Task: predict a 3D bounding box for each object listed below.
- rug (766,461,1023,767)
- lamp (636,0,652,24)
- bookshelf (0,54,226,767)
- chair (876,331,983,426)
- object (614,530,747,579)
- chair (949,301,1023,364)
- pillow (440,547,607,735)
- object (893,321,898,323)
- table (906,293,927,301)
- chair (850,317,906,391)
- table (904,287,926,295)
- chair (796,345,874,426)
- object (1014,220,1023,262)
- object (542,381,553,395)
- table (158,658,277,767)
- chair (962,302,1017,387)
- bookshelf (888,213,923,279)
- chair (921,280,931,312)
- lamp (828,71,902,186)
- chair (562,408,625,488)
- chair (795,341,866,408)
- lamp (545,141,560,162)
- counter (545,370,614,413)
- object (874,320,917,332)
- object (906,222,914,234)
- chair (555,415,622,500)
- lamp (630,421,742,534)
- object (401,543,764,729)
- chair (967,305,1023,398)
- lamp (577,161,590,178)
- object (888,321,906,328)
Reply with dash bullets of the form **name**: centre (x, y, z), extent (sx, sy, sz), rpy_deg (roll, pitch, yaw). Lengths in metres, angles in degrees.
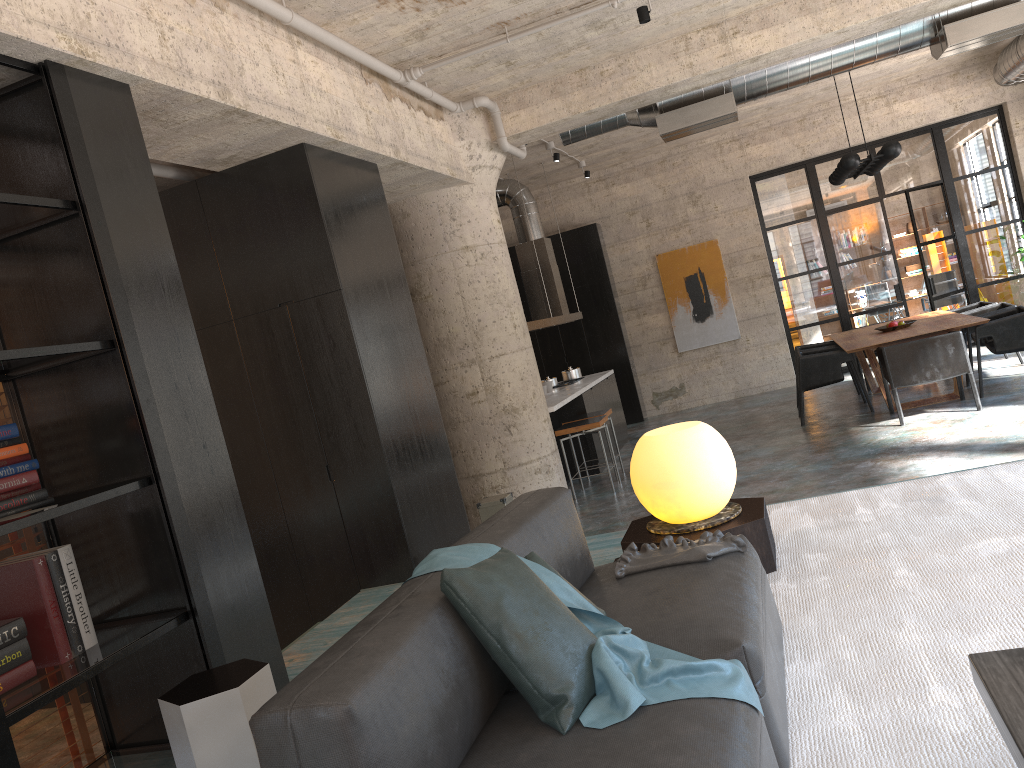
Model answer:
- **rug**: centre (1.294, 0.871, 0.761), extent (2.954, 0.032, 7.768), rpy_deg (-13, 3, 17)
- **lamp**: centre (0.865, -2.446, 5.694), extent (0.141, 0.215, 0.107), rpy_deg (-14, 3, -1)
- **bookshelf**: centre (-1.992, 0.326, 1.973), extent (0.628, 2.571, 2.900), rpy_deg (-13, 3, 17)
- **chair**: centre (3.945, -0.085, 8.462), extent (0.707, 0.738, 0.754), rpy_deg (-13, 3, 17)
- **object**: centre (0.574, 0.591, 2.987), extent (0.433, 0.185, 0.429), rpy_deg (-13, 3, 13)
- **chair**: centre (5.387, -0.542, 10.327), extent (0.754, 0.738, 0.707), rpy_deg (-13, 3, 17)
- **pillow**: centre (0.098, 0.549, 2.182), extent (0.320, 0.393, 0.670), rpy_deg (-13, 3, 23)
- **object**: centre (4.189, -0.656, 9.637), extent (0.110, 0.082, 0.088), rpy_deg (-16, 3, -33)
- **table**: centre (6.964, -1.146, 14.591), extent (1.800, 0.721, 0.800), rpy_deg (-13, 3, 17)
- **chair**: centre (4.646, -0.388, 10.974), extent (0.707, 0.738, 0.754), rpy_deg (-13, 3, 17)
- **table**: centre (7.276, -1.318, 16.454), extent (1.800, 0.721, 0.800), rpy_deg (-13, 3, 17)
- **chair**: centre (3.459, -0.027, 9.727), extent (0.754, 0.738, 0.707), rpy_deg (-13, 3, 17)
- **object**: centre (6.881, -1.383, 11.395), extent (0.514, 1.552, 0.886), rpy_deg (-13, 3, 14)
- **object**: centre (0.370, 0.052, 10.321), extent (0.188, 0.133, 0.437), rpy_deg (-13, 3, 18)
- **table**: centre (-0.952, 1.154, 2.965), extent (0.316, 0.340, 0.365), rpy_deg (-17, 4, -43)
- **chair**: centre (5.191, -0.454, 9.564), extent (0.754, 0.738, 0.707), rpy_deg (-13, 3, 22)
- **bookshelf**: centre (7.690, -2.263, 18.191), extent (3.034, 2.179, 0.366), rpy_deg (-13, 3, 17)
- **chair**: centre (6.876, -1.256, 14.221), extent (0.653, 1.015, 0.684), rpy_deg (-13, 3, 16)
- **lamp**: centre (3.619, -2.906, 9.498), extent (0.583, 1.327, 1.813), rpy_deg (-13, 3, 17)
- **chair**: centre (0.868, 0.668, 9.275), extent (0.450, 0.698, 0.450), rpy_deg (-13, 3, 17)
- **chair**: centre (3.664, -0.114, 10.426), extent (0.754, 0.738, 0.707), rpy_deg (-13, 3, 17)
- **lamp**: centre (0.481, -2.714, 10.390), extent (0.145, 0.236, 0.107), rpy_deg (-14, 3, 0)
- **counter**: centre (0.402, 0.143, 10.179), extent (1.000, 0.046, 3.500), rpy_deg (-13, 3, 17)
- **object**: centre (4.152, -0.636, 9.600), extent (0.435, 0.079, 0.435), rpy_deg (-16, 3, -37)
- **object**: centre (8.068, -3.155, 17.931), extent (0.190, 0.230, 0.189), rpy_deg (-16, 3, -28)
- **chair**: centre (0.767, 0.720, 8.743), extent (0.450, 0.698, 0.450), rpy_deg (-13, 3, 17)
- **lamp**: centre (0.759, 0.397, 3.929), extent (0.462, 0.417, 0.462), rpy_deg (-11, 4, 45)
- **object**: centre (0.076, 0.617, 2.193), extent (0.985, 0.438, 0.444), rpy_deg (-11, 4, 43)
- **chair**: centre (4.917, -0.345, 8.770), extent (0.754, 0.738, 0.707), rpy_deg (-13, 3, 22)
- **lamp**: centre (0.993, -2.936, 12.173), extent (0.145, 0.236, 0.107), rpy_deg (-14, 3, 0)
- **object**: centre (4.151, -0.649, 9.576), extent (0.219, 0.097, 0.100), rpy_deg (-16, 3, -29)
